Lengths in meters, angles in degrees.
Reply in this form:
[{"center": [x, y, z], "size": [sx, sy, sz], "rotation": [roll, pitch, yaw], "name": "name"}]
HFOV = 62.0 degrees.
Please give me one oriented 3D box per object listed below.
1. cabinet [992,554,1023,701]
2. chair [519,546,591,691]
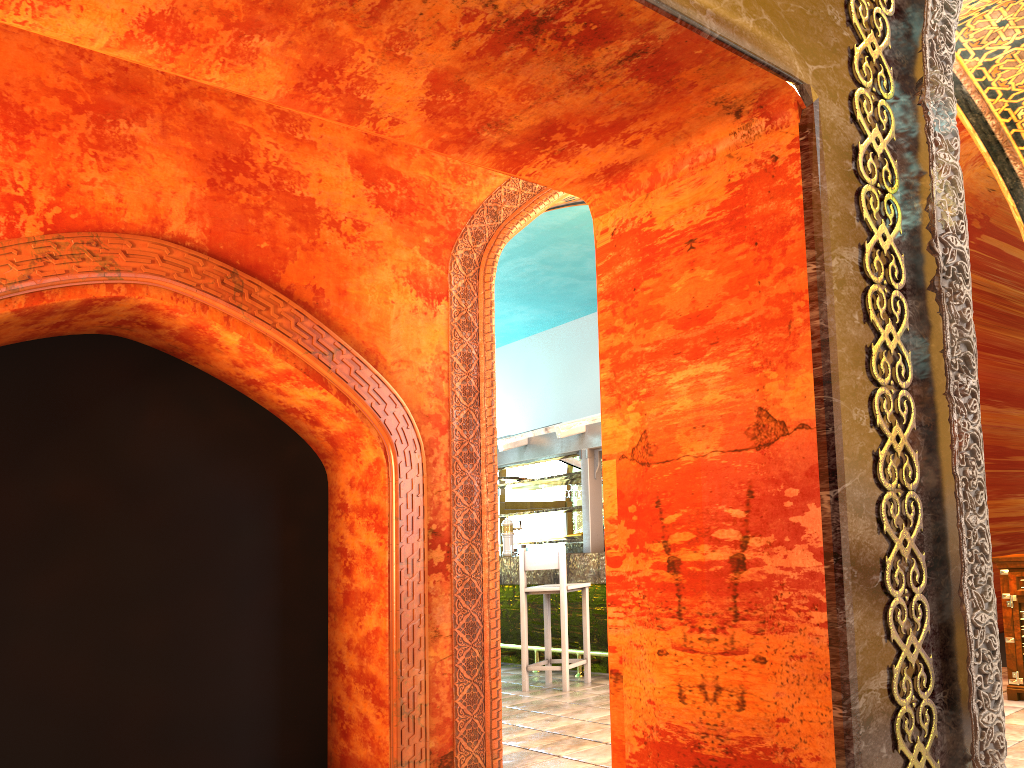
[{"center": [4.173, 1.712, 5.957], "size": [0.556, 1.044, 1.331], "rotation": [3, -11, -38], "name": "cabinet"}, {"center": [0.421, 2.219, 8.152], "size": [0.466, 1.326, 0.540], "rotation": [-6, -7, 26], "name": "chair"}]
